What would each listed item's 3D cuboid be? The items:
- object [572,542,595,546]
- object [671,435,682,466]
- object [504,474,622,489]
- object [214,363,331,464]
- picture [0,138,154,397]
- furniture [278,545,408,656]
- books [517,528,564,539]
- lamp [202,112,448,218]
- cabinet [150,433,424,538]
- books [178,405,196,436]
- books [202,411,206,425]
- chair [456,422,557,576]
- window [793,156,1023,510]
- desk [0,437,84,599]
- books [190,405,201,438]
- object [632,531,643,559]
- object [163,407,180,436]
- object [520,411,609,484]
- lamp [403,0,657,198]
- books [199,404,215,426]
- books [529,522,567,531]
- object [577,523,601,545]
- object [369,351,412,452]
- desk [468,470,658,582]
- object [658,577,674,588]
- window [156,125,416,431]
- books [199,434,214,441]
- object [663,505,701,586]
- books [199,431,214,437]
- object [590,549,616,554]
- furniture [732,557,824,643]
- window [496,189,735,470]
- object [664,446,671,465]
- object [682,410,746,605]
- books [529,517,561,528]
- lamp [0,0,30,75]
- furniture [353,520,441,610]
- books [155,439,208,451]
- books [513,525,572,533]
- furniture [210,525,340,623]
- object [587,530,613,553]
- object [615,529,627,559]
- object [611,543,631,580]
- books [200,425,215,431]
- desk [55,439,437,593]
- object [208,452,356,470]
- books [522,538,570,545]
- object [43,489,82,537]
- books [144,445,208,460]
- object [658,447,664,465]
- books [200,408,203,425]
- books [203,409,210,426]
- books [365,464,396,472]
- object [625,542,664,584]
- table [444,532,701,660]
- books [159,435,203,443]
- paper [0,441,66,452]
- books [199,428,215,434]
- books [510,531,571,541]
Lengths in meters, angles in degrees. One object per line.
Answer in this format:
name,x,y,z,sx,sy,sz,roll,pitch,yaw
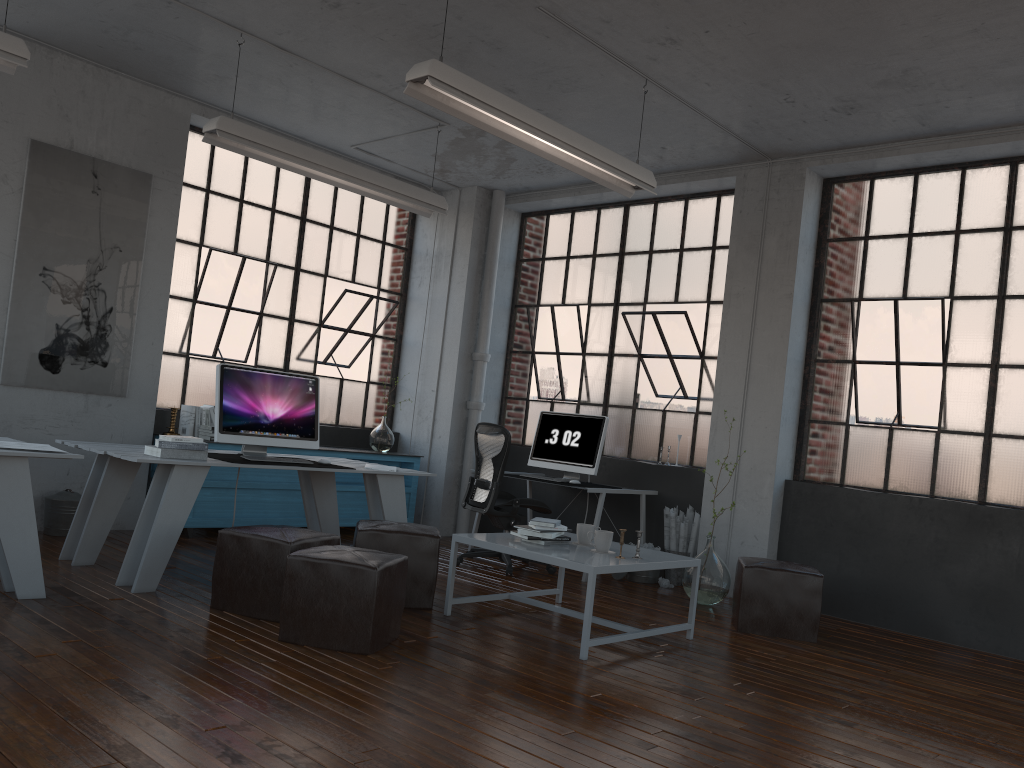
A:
object,0.412,0.908,5.037,0.138,0.003,0.137,8,-3,-26
object,1.350,0.541,7.203,0.084,0.256,0.084,7,-2,-25
object,0.361,0.783,7.154,0.847,0.008,0.688,3,-4,44
object,-1.466,0.192,5.489,0.376,0.552,0.715,4,-3,44
picture,-3.012,-0.769,6.188,0.025,1.649,0.855,5,-2,43
furniture,-0.771,0.988,4.114,0.471,0.431,0.471,6,-2,11
books,0.162,0.819,4.919,0.200,0.031,0.272,5,-3,18
lamp,-1.155,-1.446,5.924,0.202,0.205,1.881,4,-3,43
cabinet,-1.827,0.881,7.435,0.626,0.732,2.267,4,-3,43
books,-2.510,0.284,6.845,0.172,0.239,0.032,5,-2,43
books,-2.443,0.321,6.914,0.160,0.224,0.046,5,-2,43
chair,-0.039,0.859,6.810,0.794,1.085,0.769,8,-3,-43
window,3.162,-0.341,5.764,2.588,2.389,0.671,4,-2,43
desk,-3.188,0.553,3.892,1.063,0.697,2.060,4,-4,43
books,-2.474,0.290,6.868,0.172,0.240,0.053,5,-2,43
object,0.668,0.845,4.679,0.055,0.153,0.055,6,-2,19
object,-2.607,0.279,6.820,0.132,0.236,0.132,6,-2,9
object,0.395,0.502,7.162,0.713,0.552,0.378,4,-3,44
lamp,0.219,-1.561,4.759,0.202,0.628,1.881,5,-3,43
books,-2.367,0.311,6.994,0.175,0.284,0.170,5,-2,43
books,0.197,0.789,4.905,0.185,0.026,0.125,7,-3,-17
object,0.425,0.856,5.047,0.129,0.109,0.100,8,-3,-39
object,-1.067,0.163,8.114,0.433,0.939,0.232,6,-2,24
desk,0.376,1.125,7.201,1.225,0.688,0.935,4,-3,43
object,1.151,1.498,6.652,0.125,0.107,0.095,6,-2,-6
window,-1.924,-0.791,7.846,0.669,2.389,2.596,5,-3,43
books,-2.243,0.420,6.811,0.191,0.032,0.259,3,-4,45
object,1.318,1.239,6.862,0.293,0.627,0.274,6,-2,-5
books,-2.240,0.392,6.801,0.191,0.023,0.242,4,-4,41
object,0.491,0.904,4.783,0.138,0.003,0.137,8,-3,-26
furniture,1.624,1.324,5.465,0.502,0.460,0.504,6,-2,10
window,0.902,-0.481,7.845,2.588,2.389,0.671,4,-2,43
object,1.282,0.588,7.263,0.066,0.160,0.066,7,-2,-16
object,1.415,0.831,5.937,0.330,1.339,0.618,7,-2,-11
books,0.183,0.763,4.890,0.141,0.026,0.202,6,-3,13
lamp,-3.067,-1.991,3.801,0.202,0.628,1.881,5,-3,43
furniture,-0.681,1.035,5.123,0.503,0.460,0.503,7,-2,-9
books,-1.828,0.336,4.902,0.258,0.044,0.193,8,-3,-27
books,0.172,0.803,4.924,0.199,0.014,0.275,4,-4,43
furniture,-1.205,0.958,4.546,0.480,0.439,0.480,5,-2,21
object,0.480,0.847,4.770,0.129,0.109,0.100,8,-3,-39
object,0.571,0.833,4.620,0.052,0.148,0.052,6,-2,-7
object,0.832,1.355,6.765,0.107,0.280,0.293,7,-2,-22
books,-2.239,0.344,6.805,0.190,0.028,0.240,3,-4,45
desk,-1.633,0.815,5.602,1.074,0.704,2.081,4,-4,43
object,-1.496,0.473,5.479,0.686,0.008,0.850,3,-4,44
books,0.186,0.869,4.933,0.171,0.028,0.218,4,-4,43
object,-3.060,0.875,6.089,0.293,0.307,0.292,7,-2,-19
books,-1.860,0.380,4.907,0.200,0.050,0.272,4,-4,43
object,1.220,0.585,7.266,0.055,0.153,0.055,6,-2,2
books,-2.457,0.303,6.892,0.152,0.239,0.045,5,-2,43
books,-2.413,0.306,6.938,0.160,0.224,0.065,5,-2,43
books,-0.870,0.555,5.879,0.205,0.019,0.243,7,-3,-7
object,1.015,1.368,6.842,0.290,0.293,0.291,6,-2,0
table,0.339,1.119,4.890,0.971,0.444,0.993,4,-4,43
books,-1.835,0.304,4.915,0.152,0.030,0.185,4,-4,43
paper,-2.476,0.300,4.372,0.429,0.001,0.484,8,-4,-37
books,-2.238,0.370,6.813,0.211,0.023,0.259,4,-4,43
books,0.157,0.842,4.918,0.274,0.025,0.210,8,-3,-27
